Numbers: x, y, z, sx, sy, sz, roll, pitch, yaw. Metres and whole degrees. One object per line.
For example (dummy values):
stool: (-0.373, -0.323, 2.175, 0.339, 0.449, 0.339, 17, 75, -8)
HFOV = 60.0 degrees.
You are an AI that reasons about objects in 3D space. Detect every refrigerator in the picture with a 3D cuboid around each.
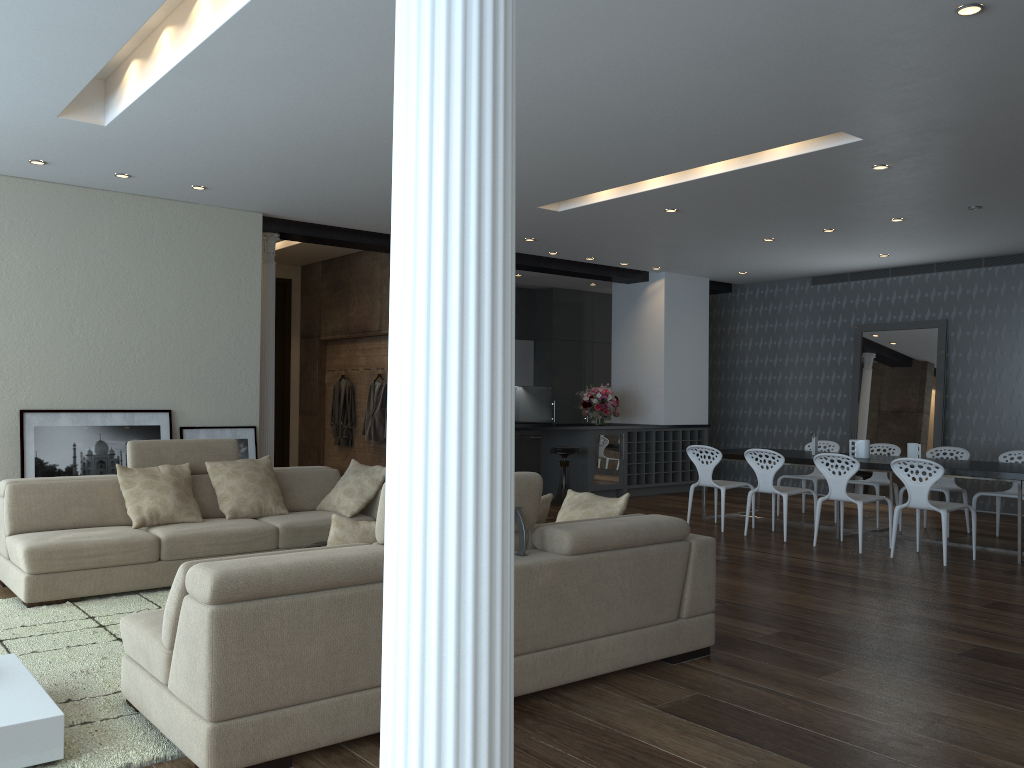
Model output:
refrigerator: (1.205, 0.962, 11.290, 0.578, 0.774, 0.075, 1, -1, -35)

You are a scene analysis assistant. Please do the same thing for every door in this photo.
door: (-3.388, 0.017, 11.420, 1.037, 2.814, 0.246, 1, -1, -39)

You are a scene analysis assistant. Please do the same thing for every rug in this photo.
rug: (-1.451, 1.327, 4.782, 4.231, 0.020, 2.972, 1, -1, -39)

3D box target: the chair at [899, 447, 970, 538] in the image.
chair: (4.203, 1.044, 8.758, 0.581, 0.835, 0.495, 1, -1, -39)

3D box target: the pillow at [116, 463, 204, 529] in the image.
pillow: (-2.421, 0.754, 6.102, 0.519, 0.416, 0.368, 2, -1, -43)

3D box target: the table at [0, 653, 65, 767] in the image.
table: (-2.146, 1.196, 3.068, 0.900, 0.170, 0.900, 1, -1, -39)

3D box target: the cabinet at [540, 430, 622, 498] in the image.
cabinet: (0.911, 1.023, 11.608, 0.642, 0.897, 0.900, 1, -1, -39)

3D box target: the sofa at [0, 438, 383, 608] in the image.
sofa: (-2.132, 0.880, 6.332, 2.581, 0.950, 1.021, 1, -1, -39)

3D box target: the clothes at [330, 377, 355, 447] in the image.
clothes: (-2.101, 0.343, 10.899, 0.141, 0.855, 0.569, 1, -1, -38)

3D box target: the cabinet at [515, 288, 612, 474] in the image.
cabinet: (0.464, 0.009, 13.999, 7.409, 2.980, 0.827, 1, -1, -39)

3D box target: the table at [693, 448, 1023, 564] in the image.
table: (3.441, 1.084, 8.581, 1.200, 0.733, 3.400, 1, -1, -39)

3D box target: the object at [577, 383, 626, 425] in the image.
object: (1.163, 0.265, 11.688, 0.544, 0.552, 0.570, 1, -1, -33)

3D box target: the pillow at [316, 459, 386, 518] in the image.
pillow: (-1.200, 0.790, 6.793, 0.395, 0.393, 0.518, 1, -1, -42)

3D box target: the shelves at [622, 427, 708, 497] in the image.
shelves: (1.824, 1.045, 12.340, 1.700, 0.897, 0.900, 1, -1, -39)

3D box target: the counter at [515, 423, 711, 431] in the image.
counter: (1.050, 0.558, 11.722, 3.700, 0.040, 1.000, 1, -1, -39)

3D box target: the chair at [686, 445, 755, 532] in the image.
chair: (2.055, 1.022, 8.871, 0.581, 0.835, 0.495, 1, -1, -39)

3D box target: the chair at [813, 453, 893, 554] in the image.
chair: (2.945, 1.013, 7.741, 0.581, 0.835, 0.495, 1, -1, -39)

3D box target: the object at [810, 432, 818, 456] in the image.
object: (3.050, 0.603, 8.980, 0.076, 0.233, 0.161, 0, -1, 33)

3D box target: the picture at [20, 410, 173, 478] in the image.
picture: (-3.409, 0.787, 7.360, 1.183, 1.140, 0.225, 1, -1, -39)

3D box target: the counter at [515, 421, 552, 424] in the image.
counter: (-1.036, 0.674, 12.802, 3.597, 0.223, 0.807, 1, -1, -39)

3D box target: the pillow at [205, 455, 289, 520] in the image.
pillow: (-1.941, 0.755, 6.503, 0.534, 0.439, 0.301, 1, -1, -42)

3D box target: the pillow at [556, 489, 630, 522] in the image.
pillow: (0.364, 0.775, 4.845, 0.395, 0.393, 0.518, 1, -1, -35)

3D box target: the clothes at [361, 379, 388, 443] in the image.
clothes: (-1.546, 0.312, 10.192, 0.173, 0.735, 0.700, 1, -1, -40)

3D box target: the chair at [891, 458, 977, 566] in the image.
chair: (3.396, 1.009, 7.210, 0.581, 0.835, 0.495, 1, -1, -39)

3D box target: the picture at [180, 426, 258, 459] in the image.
picture: (-2.623, 0.880, 8.008, 0.700, 0.988, 0.195, 1, -1, -39)

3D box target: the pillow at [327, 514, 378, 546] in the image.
pillow: (-0.575, 0.736, 3.803, 0.519, 0.416, 0.368, 1, -1, -34)

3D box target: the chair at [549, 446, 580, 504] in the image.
chair: (2.081, 1.199, 7.664, 16.134, 0.952, 21.556, 1, -1, -39)

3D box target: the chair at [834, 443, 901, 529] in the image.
chair: (3.763, 1.048, 9.306, 0.581, 0.835, 0.495, 1, -1, -39)

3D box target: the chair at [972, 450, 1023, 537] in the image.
chair: (4.643, 1.039, 8.211, 0.581, 0.835, 0.495, 1, -1, -39)

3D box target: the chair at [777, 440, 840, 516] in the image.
chair: (3.324, 1.052, 9.854, 0.581, 0.835, 0.495, 1, -1, -39)

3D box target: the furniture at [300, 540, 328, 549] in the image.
furniture: (-0.776, 1.157, 5.354, 1.057, 0.355, 1.057, 1, -1, -37)

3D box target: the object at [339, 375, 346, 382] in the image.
object: (-2.079, -0.070, 10.910, 0.010, 0.219, 0.430, 1, -1, -39)

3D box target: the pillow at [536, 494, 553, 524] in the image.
pillow: (-0.080, 0.737, 4.184, 0.534, 0.439, 0.301, 1, -1, -35)

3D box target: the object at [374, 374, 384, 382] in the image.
object: (-1.523, -0.076, 10.200, 0.010, 0.219, 0.430, 1, -1, -39)

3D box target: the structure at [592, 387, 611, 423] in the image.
structure: (1.345, 0.358, 14.562, 0.595, 0.596, 0.591, 1, -1, -39)

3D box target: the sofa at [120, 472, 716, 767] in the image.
sofa: (-0.288, 0.862, 4.034, 2.581, 0.950, 1.021, 1, -1, -39)

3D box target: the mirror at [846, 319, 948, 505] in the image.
mirror: (4.812, 0.362, 11.135, 0.240, 2.294, 1.200, 1, -1, -39)

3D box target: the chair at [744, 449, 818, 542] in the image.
chair: (2.491, 1.018, 8.321, 0.581, 0.835, 0.495, 1, -1, -39)
